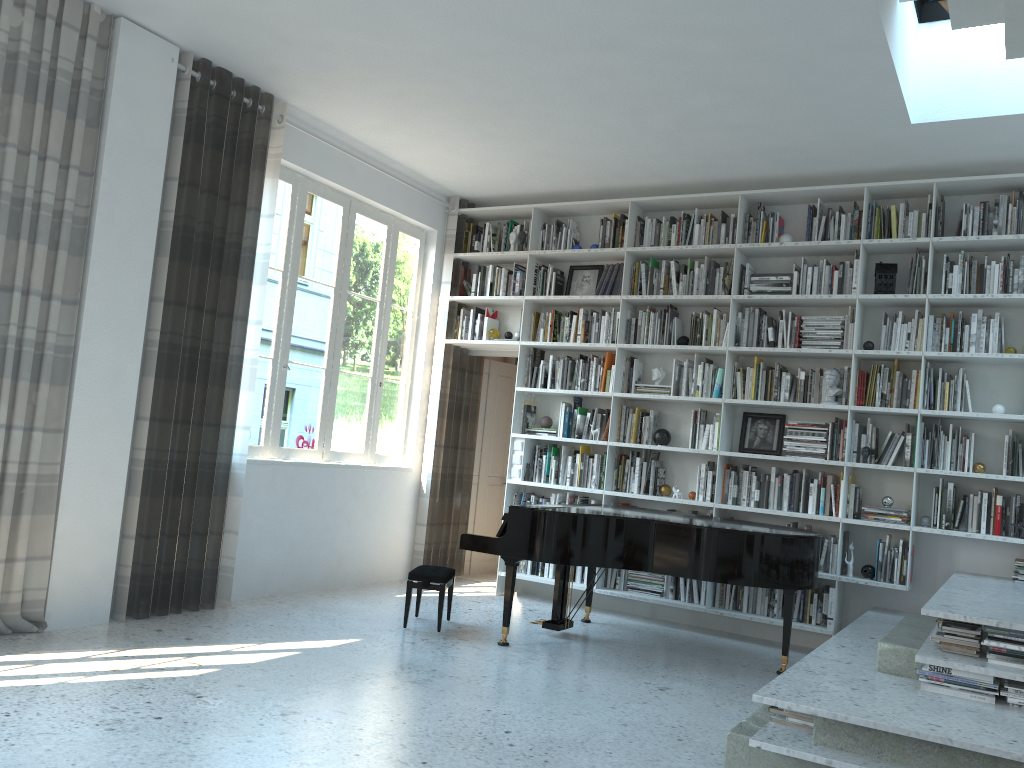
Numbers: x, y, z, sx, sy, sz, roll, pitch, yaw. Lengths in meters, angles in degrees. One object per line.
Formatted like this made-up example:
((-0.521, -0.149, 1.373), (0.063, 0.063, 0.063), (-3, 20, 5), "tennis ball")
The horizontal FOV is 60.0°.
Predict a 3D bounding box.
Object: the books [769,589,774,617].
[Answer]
((1.806, 1.485, 6.095), (0.022, 0.212, 0.167), (3, -4, 30), "books")

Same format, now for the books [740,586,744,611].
((1.636, 1.446, 6.213), (0.012, 0.276, 0.154), (3, -4, 30), "books")

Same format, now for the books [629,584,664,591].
((1.013, 1.498, 6.553), (0.254, 0.007, 0.161), (3, -5, 26), "books")

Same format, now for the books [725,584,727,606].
((1.539, 1.450, 6.277), (0.010, 0.258, 0.131), (3, -4, 30), "books")

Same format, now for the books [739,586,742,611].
((1.622, 1.463, 6.214), (0.012, 0.238, 0.128), (3, -4, 30), "books")

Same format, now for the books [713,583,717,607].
((1.470, 1.448, 6.307), (0.012, 0.254, 0.161), (3, -4, 30), "books")

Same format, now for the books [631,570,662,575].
((1.022, 1.388, 6.558), (0.254, 0.005, 0.161), (4, -5, 25), "books")

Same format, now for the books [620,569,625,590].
((0.857, 1.428, 6.659), (0.027, 0.227, 0.139), (3, -4, 30), "books")

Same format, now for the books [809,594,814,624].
((2.032, 1.508, 5.966), (0.024, 0.191, 0.155), (3, -4, 30), "books")

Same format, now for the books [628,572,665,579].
((1.021, 1.416, 6.566), (0.285, 0.005, 0.159), (3, -5, 29), "books")

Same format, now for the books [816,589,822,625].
((2.076, 1.493, 5.945), (0.028, 0.227, 0.162), (3, -4, 30), "books")

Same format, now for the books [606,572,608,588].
((0.756, 1.422, 6.724), (0.012, 0.230, 0.138), (3, -4, 30), "books")

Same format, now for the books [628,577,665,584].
((1.021, 1.451, 6.562), (0.285, 0.007, 0.159), (3, -5, 31), "books")

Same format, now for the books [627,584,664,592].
((1.011, 1.505, 6.550), (0.285, 0.007, 0.159), (3, -5, 35), "books")

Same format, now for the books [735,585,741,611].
((1.609, 1.459, 6.226), (0.022, 0.246, 0.144), (3, -4, 30), "books")

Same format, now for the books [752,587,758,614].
((1.710, 1.440, 6.164), (0.026, 0.294, 0.155), (3, -4, 30), "books")

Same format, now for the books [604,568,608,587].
((0.747, 1.394, 6.729), (0.012, 0.285, 0.159), (3, -4, 30), "books")

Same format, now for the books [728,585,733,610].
((1.563, 1.410, 6.245), (0.012, 0.337, 0.144), (3, -4, 30), "books")

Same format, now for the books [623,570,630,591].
((0.882, 1.402, 6.648), (0.027, 0.282, 0.129), (3, -4, 30), "books")

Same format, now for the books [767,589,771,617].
((1.792, 1.448, 6.102), (0.013, 0.285, 0.185), (3, -4, 30), "books")

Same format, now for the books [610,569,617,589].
((0.797, 1.446, 6.684), (0.053, 0.184, 0.148), (3, -4, 30), "books")

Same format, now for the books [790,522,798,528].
((1.902, 1.090, 6.010), (0.013, 0.303, 0.181), (3, -4, 30), "books")

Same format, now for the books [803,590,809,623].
((2.005, 1.484, 5.991), (0.028, 0.238, 0.140), (3, -4, 30), "books")

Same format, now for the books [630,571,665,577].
((1.022, 1.400, 6.560), (0.254, 0.005, 0.161), (3, -5, 34), "books")

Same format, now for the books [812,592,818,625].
((2.048, 1.501, 5.946), (0.022, 0.205, 0.191), (3, -4, 30), "books")

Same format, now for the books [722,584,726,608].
((1.527, 1.408, 6.275), (0.014, 0.340, 0.140), (3, -4, 30), "books")

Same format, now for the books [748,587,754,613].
((1.687, 1.489, 6.185), (0.030, 0.196, 0.143), (3, -4, 30), "books")

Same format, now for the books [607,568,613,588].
((0.768, 1.438, 6.710), (0.025, 0.198, 0.160), (3, -4, 30), "books")

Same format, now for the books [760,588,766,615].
((1.759, 1.460, 6.137), (0.028, 0.261, 0.132), (3, -4, 30), "books")

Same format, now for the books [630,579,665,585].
((1.020, 1.458, 6.562), (0.254, 0.007, 0.161), (3, -5, 31), "books")

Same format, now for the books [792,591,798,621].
((1.932, 1.451, 6.016), (0.011, 0.292, 0.184), (3, -4, 30), "books")

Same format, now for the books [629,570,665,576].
((1.024, 1.394, 6.562), (0.285, 0.005, 0.159), (3, -5, 27), "books")

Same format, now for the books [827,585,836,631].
((2.127, 1.469, 5.836), (0.038, 0.269, 0.277), (3, -4, 30), "books")

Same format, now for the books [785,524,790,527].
((1.875, 1.099, 6.041), (0.012, 0.285, 0.159), (3, -4, 30), "books")

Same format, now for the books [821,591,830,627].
((2.104, 1.498, 5.911), (0.029, 0.217, 0.191), (3, -4, 30), "books")

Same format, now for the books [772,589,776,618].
((1.823, 1.424, 6.082), (0.014, 0.335, 0.183), (3, -4, 30), "books")

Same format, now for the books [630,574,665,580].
((1.021, 1.421, 6.566), (0.285, 0.005, 0.159), (3, -5, 31), "books")

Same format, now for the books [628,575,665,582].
((1.019, 1.432, 6.563), (0.285, 0.005, 0.159), (3, -5, 28), "books")

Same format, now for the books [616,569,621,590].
((0.831, 1.424, 6.664), (0.023, 0.231, 0.164), (3, -4, 30), "books")

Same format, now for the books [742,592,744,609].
((1.645, 1.457, 6.207), (0.012, 0.255, 0.150), (3, -4, 30), "books")

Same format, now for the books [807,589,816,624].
((2.015, 1.473, 5.968), (0.011, 0.258, 0.171), (3, -4, 30), "books")

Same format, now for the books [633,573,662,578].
((1.023, 1.411, 6.568), (0.254, 0.005, 0.161), (3, -5, 30), "books")

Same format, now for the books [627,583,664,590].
((1.016, 1.491, 6.557), (0.285, 0.007, 0.159), (3, -5, 32), "books")

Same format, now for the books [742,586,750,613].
((1.648, 1.479, 6.174), (0.028, 0.206, 0.175), (3, -4, 30), "books")

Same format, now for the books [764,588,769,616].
((1.778, 1.489, 6.120), (0.024, 0.203, 0.144), (3, -4, 30), "books")

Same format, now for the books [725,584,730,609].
((1.549, 1.447, 6.260), (0.025, 0.263, 0.145), (3, -4, 30), "books")

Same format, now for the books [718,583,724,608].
((1.505, 1.425, 6.266), (0.014, 0.300, 0.184), (3, -4, 30), "books")

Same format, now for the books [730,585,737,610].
((1.582, 1.424, 6.233), (0.034, 0.311, 0.170), (3, -4, 30), "books")

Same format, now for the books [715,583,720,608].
((1.485, 1.446, 6.274), (0.026, 0.256, 0.183), (3, -4, 30), "books")

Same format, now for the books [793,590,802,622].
((1.949, 1.472, 5.992), (0.044, 0.251, 0.187), (3, -4, 30), "books")

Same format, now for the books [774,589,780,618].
((1.833, 1.448, 6.075), (0.014, 0.288, 0.185), (3, -4, 30), "books")

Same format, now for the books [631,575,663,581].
((1.020, 1.427, 6.565), (0.254, 0.005, 0.161), (3, -5, 29), "books")

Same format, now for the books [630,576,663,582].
((1.020, 1.438, 6.566), (0.254, 0.005, 0.161), (3, -5, 30), "books")

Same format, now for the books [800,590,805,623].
((1.979, 1.441, 5.983), (0.013, 0.317, 0.186), (3, -4, 30), "books")

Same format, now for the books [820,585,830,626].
((2.091, 1.478, 5.928), (0.012, 0.256, 0.176), (3, -4, 30), "books")

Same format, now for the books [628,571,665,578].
((1.019, 1.405, 6.560), (0.285, 0.005, 0.159), (3, -5, 26), "books")

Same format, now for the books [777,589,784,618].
((1.856, 1.464, 6.078), (0.024, 0.262, 0.131), (3, -4, 30), "books")

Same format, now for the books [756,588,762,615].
((1.733, 1.471, 6.151), (0.030, 0.234, 0.138), (3, -4, 30), "books")
